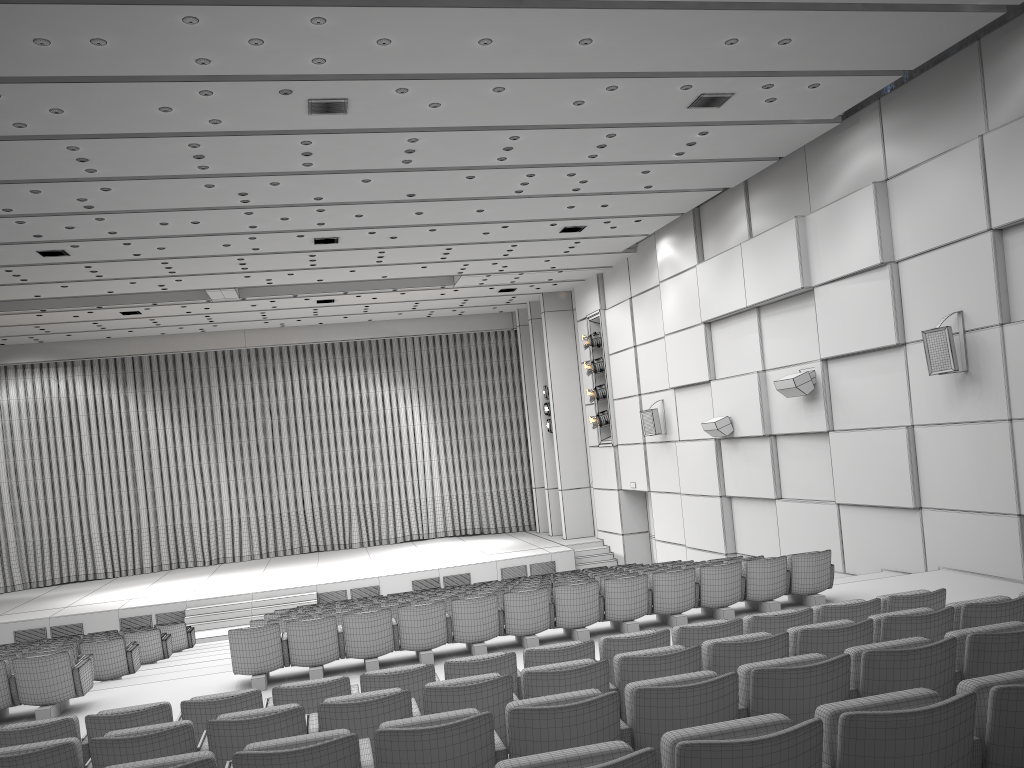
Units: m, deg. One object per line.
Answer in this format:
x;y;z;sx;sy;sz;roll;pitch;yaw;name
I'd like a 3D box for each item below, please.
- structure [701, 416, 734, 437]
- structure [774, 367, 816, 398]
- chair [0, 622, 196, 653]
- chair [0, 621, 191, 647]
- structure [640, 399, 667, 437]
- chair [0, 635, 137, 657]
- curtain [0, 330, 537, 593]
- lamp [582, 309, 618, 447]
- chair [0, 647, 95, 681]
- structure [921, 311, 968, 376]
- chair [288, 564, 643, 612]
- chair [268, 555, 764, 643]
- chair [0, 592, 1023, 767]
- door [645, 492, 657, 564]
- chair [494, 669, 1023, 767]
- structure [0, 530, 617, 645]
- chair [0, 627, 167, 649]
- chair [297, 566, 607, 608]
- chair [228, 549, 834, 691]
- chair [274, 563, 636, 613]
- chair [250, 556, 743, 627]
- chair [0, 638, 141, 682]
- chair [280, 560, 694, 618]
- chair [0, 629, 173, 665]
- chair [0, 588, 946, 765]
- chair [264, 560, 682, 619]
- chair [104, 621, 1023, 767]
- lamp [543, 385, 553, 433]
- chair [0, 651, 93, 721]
3.764;0.746;16.021;0.470;0.417;0.521;-5;-2;-15;structure
4.367;-0.016;13.571;0.470;0.417;0.522;-5;-2;-16;structure
-8.623;4.561;14.302;6.591;0.621;0.614;-5;-2;-12;chair
-8.788;4.801;15.395;6.042;0.621;0.614;-5;-2;-12;chair
2.985;0.720;18.688;0.410;0.744;0.409;-6;-1;35;structure
-7.963;3.828;11.076;6.042;0.621;0.614;-5;-2;-12;chair
-7.356;1.897;25.870;16.109;6.516;1.432;-5;0;-12;curtain
2.194;-0.110;21.818;0.754;3.338;1.024;-6;0;-16;lamp
-7.534;3.341;8.923;6.042;0.621;0.614;-5;-2;-12;chair
5.176;-0.486;10.593;0.410;0.744;0.409;-6;-1;35;structure
-0.630;3.670;14.894;6.042;0.621;0.614;-5;-2;-12;chair
0.228;2.695;10.588;6.042;0.621;0.614;-5;-2;-12;chair
-2.904;2.132;4.381;13.732;0.621;0.614;-5;-2;-12;chair
3.494;3.528;20.717;0.085;2.176;1.703;-6;-1;-12;door
-2.475;1.645;2.228;13.732;0.621;0.614;-5;-2;-12;chair
-6.298;5.291;22.823;17.795;0.845;8.342;-5;-4;-12;structure
-8.392;4.316;13.229;6.042;0.621;0.614;-5;-2;-12;chair
-1.026;4.155;17.060;6.042;0.621;0.614;-5;-2;-12;chair
0.426;2.452;9.508;6.592;0.621;0.614;-5;-2;-12;chair
-0.861;3.915;15.967;6.591;0.621;0.614;-5;-2;-12;chair
-0.003;2.940;11.661;6.591;0.621;0.614;-5;-2;-12;chair
-7.766;3.586;9.996;6.591;0.621;0.614;-5;-2;-12;chair
-0.201;3.182;12.741;6.042;0.621;0.614;-5;-2;-12;chair
-8.195;4.074;12.149;6.591;0.621;0.614;-5;-2;-12;chair
-3.145;2.378;5.451;13.182;0.621;0.614;-5;-2;-12;chair
-0.432;3.427;13.814;6.591;0.621;0.614;-5;-2;-12;chair
-2.716;1.891;3.298;13.182;0.621;0.614;-5;-2;-12;chair
1.087;0.680;24.189;0.436;1.477;0.386;-6;0;-16;lamp
-7.337;3.099;7.843;6.591;0.621;0.614;-5;-2;-12;chair
